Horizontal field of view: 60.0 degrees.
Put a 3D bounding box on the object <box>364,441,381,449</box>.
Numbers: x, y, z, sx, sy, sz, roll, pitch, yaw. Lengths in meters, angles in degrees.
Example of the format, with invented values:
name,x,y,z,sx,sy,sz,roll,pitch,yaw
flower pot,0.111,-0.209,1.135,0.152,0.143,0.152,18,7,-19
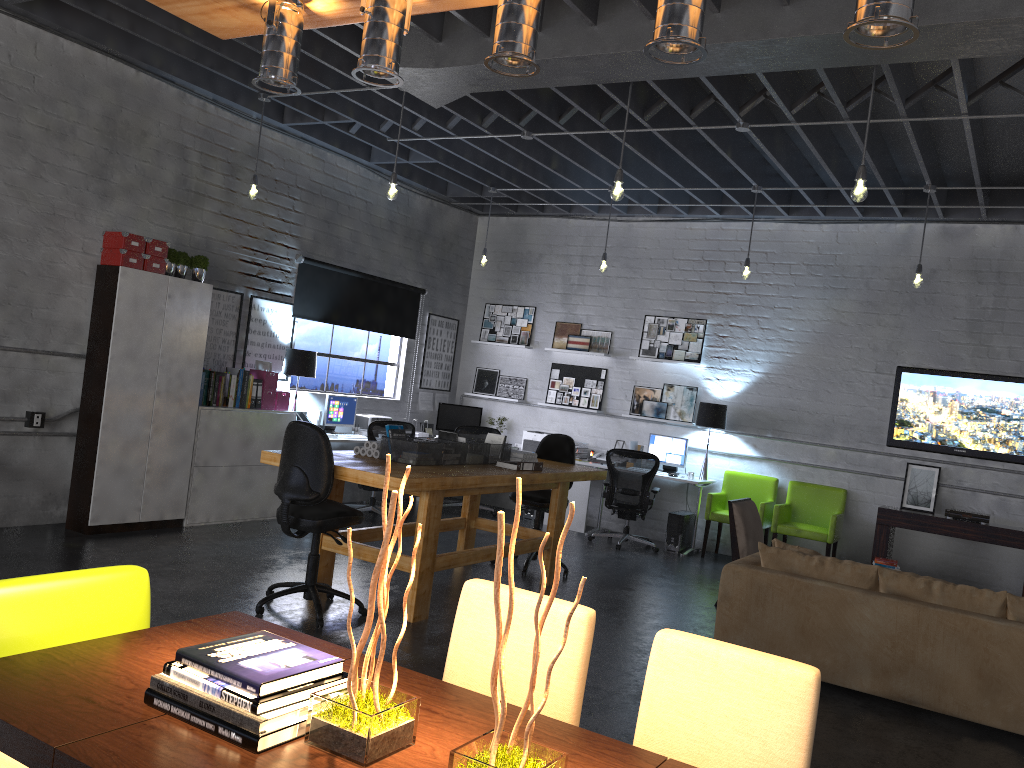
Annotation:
name,x,y,z,sx,sy,sz,roll,pitch,yaw
object,-0.820,0.435,6.284,0.057,0.057,0.636,7,0,30

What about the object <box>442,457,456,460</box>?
name,x,y,z,sx,sy,sz,roll,pitch,yaw
object,-0.534,0.506,6.253,0.234,0.022,0.185,7,0,23

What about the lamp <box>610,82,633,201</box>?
name,x,y,z,sx,sy,sz,roll,pitch,yaw
lamp,0.730,-1.620,5.737,0.104,0.878,0.104,8,1,30

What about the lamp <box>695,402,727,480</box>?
name,x,y,z,sx,sy,sz,roll,pitch,yaw
lamp,2.125,0.624,9.595,0.333,0.832,0.333,7,1,-8

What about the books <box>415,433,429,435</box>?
name,x,y,z,sx,sy,sz,roll,pitch,yaw
books,-1.167,0.577,10.522,0.297,0.006,0.210,7,0,32

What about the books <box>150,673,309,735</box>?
name,x,y,z,sx,sy,sz,roll,pitch,yaw
books,-0.539,0.635,1.851,0.315,0.026,0.270,7,0,31

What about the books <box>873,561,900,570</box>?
name,x,y,z,sx,sy,sz,roll,pitch,yaw
books,3.328,1.613,7.892,0.208,0.024,0.144,7,0,15

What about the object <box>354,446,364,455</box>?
name,x,y,z,sx,sy,sz,roll,pitch,yaw
object,-0.900,0.474,6.329,0.057,0.058,0.636,7,0,30

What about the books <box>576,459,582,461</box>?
name,x,y,z,sx,sy,sz,roll,pitch,yaw
books,0.680,0.853,10.123,0.211,0.014,0.148,7,0,-5

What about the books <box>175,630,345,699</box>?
name,x,y,z,sx,sy,sz,roll,pitch,yaw
books,-0.526,0.583,1.860,0.251,0.030,0.237,7,0,32

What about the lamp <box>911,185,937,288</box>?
name,x,y,z,sx,sy,sz,roll,pitch,yaw
lamp,3.525,-1.256,7.598,0.104,0.878,0.104,7,1,-16

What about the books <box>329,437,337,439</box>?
name,x,y,z,sx,sy,sz,roll,pitch,yaw
books,-1.859,0.524,8.859,0.158,0.012,0.213,7,0,-35

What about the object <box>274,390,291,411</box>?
name,x,y,z,sx,sy,sz,roll,pitch,yaw
object,-2.261,0.151,8.469,0.213,0.177,0.161,7,0,31

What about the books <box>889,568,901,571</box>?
name,x,y,z,sx,sy,sz,roll,pitch,yaw
books,3.332,1.638,7.883,0.161,0.026,0.223,7,0,0

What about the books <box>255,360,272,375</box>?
name,x,y,z,sx,sy,sz,roll,pitch,yaw
books,-2.329,-0.082,8.295,0.192,0.267,0.060,8,1,30

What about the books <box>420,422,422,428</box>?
name,x,y,z,sx,sy,sz,roll,pitch,yaw
books,-1.069,0.531,10.879,0.133,0.109,0.052,7,1,-45

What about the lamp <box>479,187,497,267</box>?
name,x,y,z,sx,sy,sz,roll,pitch,yaw
lamp,-0.267,-1.736,9.839,0.104,0.878,0.104,8,1,30

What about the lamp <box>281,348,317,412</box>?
name,x,y,z,sx,sy,sz,roll,pitch,yaw
lamp,-2.127,0.076,8.761,0.333,0.832,0.333,7,1,-8

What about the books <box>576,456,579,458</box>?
name,x,y,z,sx,sy,sz,roll,pitch,yaw
books,0.640,0.819,10.132,0.148,0.014,0.211,7,0,-45

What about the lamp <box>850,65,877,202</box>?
name,x,y,z,sx,sy,sz,roll,pitch,yaw
lamp,2.002,-1.459,4.985,0.104,0.878,0.104,7,1,-16

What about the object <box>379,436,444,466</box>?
name,x,y,z,sx,sy,sz,roll,pitch,yaw
object,-0.679,0.452,5.986,0.316,0.156,0.306,7,0,30

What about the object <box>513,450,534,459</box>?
name,x,y,z,sx,sy,sz,roll,pitch,yaw
object,-0.058,0.540,7.093,0.519,0.047,0.047,7,0,30

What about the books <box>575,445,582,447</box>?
name,x,y,z,sx,sy,sz,roll,pitch,yaw
books,0.744,0.729,10.461,0.134,0.008,0.203,7,0,14

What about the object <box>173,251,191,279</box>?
name,x,y,z,sx,sy,sz,roll,pitch,yaw
object,-2.734,-0.979,7.308,0.169,0.240,0.171,7,1,-20

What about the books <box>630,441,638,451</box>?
name,x,y,z,sx,sy,sz,roll,pitch,yaw
books,1.380,0.798,10.052,0.043,0.296,0.210,8,1,30

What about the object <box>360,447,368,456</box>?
name,x,y,z,sx,sy,sz,roll,pitch,yaw
object,-0.851,0.481,6.300,0.058,0.057,0.636,7,0,30

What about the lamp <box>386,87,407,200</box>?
name,x,y,z,sx,sy,sz,roll,pitch,yaw
lamp,-0.855,-1.821,6.674,0.104,0.878,0.104,8,1,30

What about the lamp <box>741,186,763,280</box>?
name,x,y,z,sx,sy,sz,roll,pitch,yaw
lamp,2.253,-1.417,8.349,0.104,0.878,0.104,8,1,30

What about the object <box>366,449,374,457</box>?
name,x,y,z,sx,sy,sz,roll,pitch,yaw
object,-0.803,0.487,6.271,0.057,0.058,0.636,7,0,30

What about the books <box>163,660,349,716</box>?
name,x,y,z,sx,sy,sz,roll,pitch,yaw
books,-0.529,0.610,1.860,0.282,0.026,0.266,7,0,33

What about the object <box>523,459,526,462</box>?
name,x,y,z,sx,sy,sz,roll,pitch,yaw
object,-0.122,0.572,6.994,0.519,0.047,0.047,7,0,30

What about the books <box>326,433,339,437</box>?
name,x,y,z,sx,sy,sz,roll,pitch,yaw
books,-1.851,0.503,8.863,0.171,0.010,0.212,7,0,-33

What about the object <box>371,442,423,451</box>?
name,x,y,z,sx,sy,sz,roll,pitch,yaw
object,-0.772,0.441,6.256,0.057,0.057,0.636,7,0,30

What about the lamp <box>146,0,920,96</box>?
name,x,y,z,sx,sy,sz,roll,pitch,yaw
lamp,0.102,-1.545,1.769,2.127,1.841,0.367,7,1,30

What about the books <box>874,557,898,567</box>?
name,x,y,z,sx,sy,sz,roll,pitch,yaw
books,3.327,1.580,7.885,0.185,0.041,0.129,7,0,25

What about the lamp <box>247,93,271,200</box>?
name,x,y,z,sx,sy,sz,roll,pitch,yaw
lamp,-2.122,-1.981,7.423,0.104,0.878,0.104,8,1,30

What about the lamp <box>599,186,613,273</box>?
name,x,y,z,sx,sy,sz,roll,pitch,yaw
lamp,0.985,-1.577,9.099,0.104,0.878,0.104,8,1,30

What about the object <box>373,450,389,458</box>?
name,x,y,z,sx,sy,sz,roll,pitch,yaw
object,-0.754,0.493,6.242,0.058,0.057,0.636,7,0,30

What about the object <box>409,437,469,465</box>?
name,x,y,z,sx,sy,sz,roll,pitch,yaw
object,-0.524,0.473,6.252,0.316,0.156,0.306,7,0,30

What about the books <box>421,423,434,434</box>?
name,x,y,z,sx,sy,sz,roll,pitch,yaw
books,-1.031,0.544,10.818,0.184,0.121,0.017,7,1,-45

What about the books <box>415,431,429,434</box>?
name,x,y,z,sx,sy,sz,roll,pitch,yaw
books,-1.165,0.567,10.527,0.297,0.006,0.210,7,0,31

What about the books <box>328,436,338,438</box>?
name,x,y,z,sx,sy,sz,roll,pitch,yaw
books,-1.859,0.513,8.862,0.158,0.012,0.209,7,0,-36

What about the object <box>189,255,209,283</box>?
name,x,y,z,sx,sy,sz,roll,pitch,yaw
object,-2.620,-0.964,7.413,0.169,0.240,0.171,8,1,30

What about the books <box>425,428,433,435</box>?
name,x,y,z,sx,sy,sz,roll,pitch,yaw
books,-1.013,0.578,10.810,0.102,0.076,0.037,7,1,-45

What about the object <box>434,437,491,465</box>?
name,x,y,z,sx,sy,sz,roll,pitch,yaw
object,-0.369,0.494,6.517,0.316,0.156,0.306,7,0,30

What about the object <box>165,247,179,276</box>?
name,x,y,z,sx,sy,sz,roll,pitch,yaw
object,-2.786,-0.986,7.166,0.171,0.240,0.169,7,1,-30
